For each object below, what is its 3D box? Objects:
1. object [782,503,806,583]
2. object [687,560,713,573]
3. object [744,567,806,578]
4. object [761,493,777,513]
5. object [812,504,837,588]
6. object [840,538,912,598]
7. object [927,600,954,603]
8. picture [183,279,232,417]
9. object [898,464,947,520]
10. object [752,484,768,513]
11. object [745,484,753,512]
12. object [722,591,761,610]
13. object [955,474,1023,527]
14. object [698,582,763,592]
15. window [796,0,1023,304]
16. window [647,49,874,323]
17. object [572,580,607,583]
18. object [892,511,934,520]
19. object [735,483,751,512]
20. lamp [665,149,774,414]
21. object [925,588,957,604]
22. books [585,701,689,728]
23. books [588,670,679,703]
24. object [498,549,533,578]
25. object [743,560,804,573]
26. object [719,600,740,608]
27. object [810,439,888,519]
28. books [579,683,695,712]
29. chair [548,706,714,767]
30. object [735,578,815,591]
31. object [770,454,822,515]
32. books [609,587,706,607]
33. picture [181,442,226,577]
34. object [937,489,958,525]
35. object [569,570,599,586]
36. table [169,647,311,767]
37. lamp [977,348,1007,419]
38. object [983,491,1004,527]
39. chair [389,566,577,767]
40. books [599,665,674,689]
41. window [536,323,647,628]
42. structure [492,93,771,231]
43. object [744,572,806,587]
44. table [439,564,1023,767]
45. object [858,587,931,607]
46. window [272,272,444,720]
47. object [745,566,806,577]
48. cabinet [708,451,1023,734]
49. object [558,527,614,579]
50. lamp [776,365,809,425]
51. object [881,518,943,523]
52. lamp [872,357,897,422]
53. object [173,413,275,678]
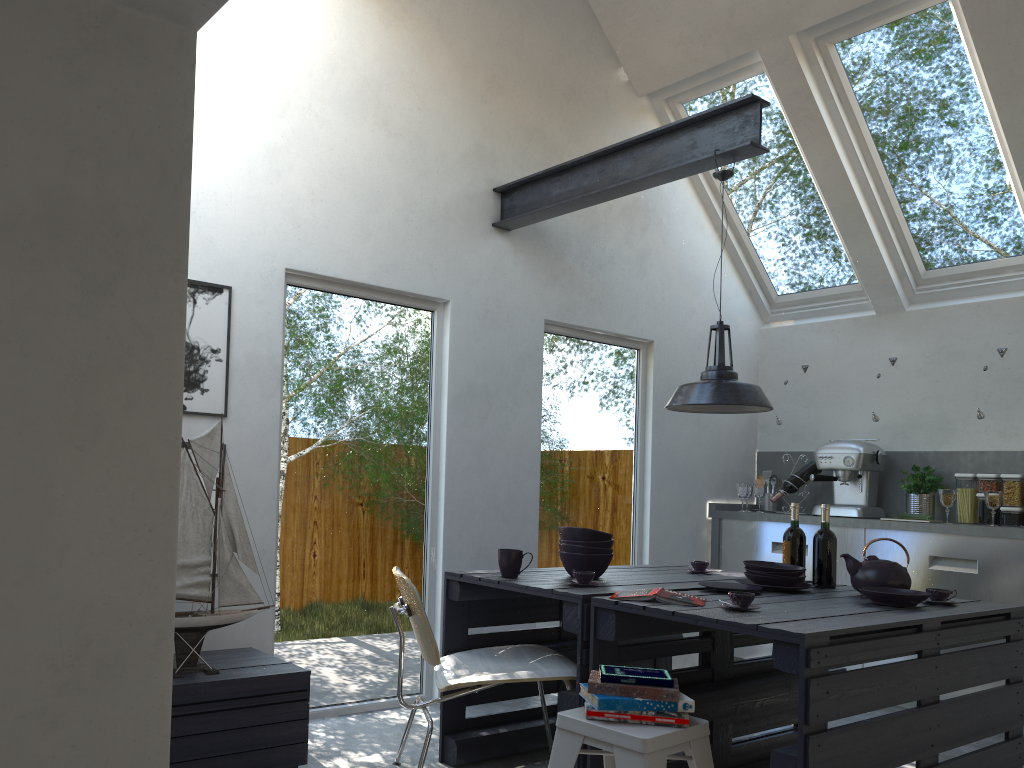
[{"bbox_3d":[1.207,0.681,3.740,0.091,0.343,0.091,2,-2,-1],"label":"object"},{"bbox_3d":[0.872,0.849,4.060,0.123,0.056,0.110,-2,-7,38],"label":"object"},{"bbox_3d":[1.050,0.771,3.495,0.217,0.063,0.242,7,-8,-34],"label":"object"},{"bbox_3d":[1.771,0.818,6.029,0.107,0.131,0.106,2,-3,2],"label":"object"},{"bbox_3d":[1.302,0.673,3.641,0.090,0.343,0.092,2,-2,-6],"label":"object"},{"bbox_3d":[1.425,0.711,3.384,0.206,0.231,0.225,5,-5,-37],"label":"object"},{"bbox_3d":[1.563,0.793,3.181,0.126,0.013,0.029,6,-7,-26],"label":"object"},{"bbox_3d":[-1.435,-0.165,3.752,0.446,0.582,0.027,5,-3,-38],"label":"picture"},{"bbox_3d":[2.430,0.649,5.212,0.251,0.340,0.248,2,-3,4],"label":"object"},{"bbox_3d":[1.639,0.756,5.791,0.095,0.191,0.102,3,-3,-16],"label":"object"},{"bbox_3d":[1.596,0.771,5.935,0.103,0.191,0.094,1,-3,22],"label":"object"},{"bbox_3d":[0.743,0.702,2.832,0.110,0.056,0.123,6,-7,-32],"label":"object"},{"bbox_3d":[2.720,0.660,4.976,0.100,0.293,0.362,4,-4,-40],"label":"object"},{"bbox_3d":[0.835,0.781,3.349,0.222,0.019,0.248,7,-8,-34],"label":"object"},{"bbox_3d":[2.328,-1.265,4.832,1.397,1.385,0.883,6,-4,-39],"label":"window"},{"bbox_3d":[1.658,-1.193,5.637,1.404,1.391,0.883,6,-4,-39],"label":"window"},{"bbox_3d":[0.297,0.760,3.353,0.132,0.013,0.028,2,-6,0],"label":"object"},{"bbox_3d":[2.270,0.758,5.020,0.136,0.053,0.290,5,-7,-25],"label":"object"},{"bbox_3d":[1.534,0.755,5.814,0.104,0.191,0.093,0,-4,45],"label":"object"},{"bbox_3d":[0.882,-0.438,3.690,0.406,1.093,0.457,4,-3,-39],"label":"lamp"},{"bbox_3d":[1.570,0.781,3.222,0.123,0.056,0.109,-3,-8,43],"label":"object"},{"bbox_3d":[0.362,0.961,2.589,0.290,0.035,0.195,1,-7,8],"label":"books"},{"bbox_3d":[0.360,0.895,2.594,0.262,0.032,0.171,1,-7,13],"label":"books"},{"bbox_3d":[0.003,0.723,3.516,0.138,0.109,0.095,-2,-6,42],"label":"object"},{"bbox_3d":[1.046,0.746,3.503,0.216,0.058,0.243,8,-8,-39],"label":"object"},{"bbox_3d":[0.704,0.719,2.854,0.027,0.013,0.136,4,-7,-15],"label":"object"},{"bbox_3d":[2.095,0.585,5.464,0.404,0.499,0.380,5,-4,-39],"label":"object"},{"bbox_3d":[0.363,0.927,2.590,0.281,0.033,0.201,3,-7,-7],"label":"books"},{"bbox_3d":[0.348,1.230,2.567,0.413,0.502,0.447,6,-5,-44],"label":"chair"},{"bbox_3d":[1.050,0.807,3.497,0.292,0.024,0.301,3,-7,-8],"label":"object"},{"bbox_3d":[1.835,0.657,5.758,0.326,0.392,0.238,3,-3,-9],"label":"object"},{"bbox_3d":[0.506,0.727,3.018,0.317,0.030,0.215,0,-7,19],"label":"books"},{"bbox_3d":[-1.455,0.536,3.735,0.446,0.582,0.027,5,-3,-38],"label":"picture"},{"bbox_3d":[2.387,0.673,4.795,0.101,0.191,0.096,2,-3,10],"label":"object"},{"bbox_3d":[0.274,0.738,3.322,0.123,0.056,0.110,-2,-7,38],"label":"object"},{"bbox_3d":[-1.306,1.291,3.343,0.876,0.413,0.557,7,-7,-39],"label":"table"},{"bbox_3d":[2.699,-0.007,4.942,0.314,0.436,0.063,5,-3,-38],"label":"lamp"},{"bbox_3d":[2.608,0.676,4.740,0.104,0.191,0.093,0,-3,39],"label":"object"},{"bbox_3d":[-0.098,1.142,3.379,0.762,0.816,0.709,3,-4,-9],"label":"chair"},{"bbox_3d":[0.365,0.866,2.593,0.208,0.025,0.142,1,-7,8],"label":"books"},{"bbox_3d":[0.459,0.745,5.360,0.931,2.121,0.063,4,-2,-38],"label":"window"},{"bbox_3d":[0.154,-0.983,4.591,0.129,0.208,2.680,5,-6,-40],"label":"structure"},{"bbox_3d":[1.048,0.786,3.497,0.231,0.047,0.229,2,-6,1],"label":"object"},{"bbox_3d":[0.802,1.198,3.443,1.424,0.794,1.702,7,-7,-39],"label":"table"},{"bbox_3d":[1.368,0.764,3.132,0.231,0.047,0.229,2,-6,1],"label":"object"},{"bbox_3d":[-0.778,0.580,4.383,0.931,2.121,0.063,4,-2,-38],"label":"window"},{"bbox_3d":[1.052,0.758,3.500,0.216,0.063,0.243,7,-8,-34],"label":"object"},{"bbox_3d":[2.505,1.100,4.928,0.537,1.472,3.029,4,-5,-40],"label":"cabinet"},{"bbox_3d":[0.307,0.702,3.650,0.202,0.213,0.205,5,-5,-38],"label":"object"},{"bbox_3d":[1.887,0.070,5.906,0.314,0.436,0.063,5,-3,-38],"label":"lamp"},{"bbox_3d":[2.284,0.780,5.003,0.171,0.012,0.279,8,-9,-42],"label":"object"},{"bbox_3d":[2.308,0.030,5.413,0.062,0.434,0.320,1,-3,40],"label":"lamp"},{"bbox_3d":[-1.236,0.593,3.294,0.747,0.987,0.149,5,-3,-38],"label":"object"}]
